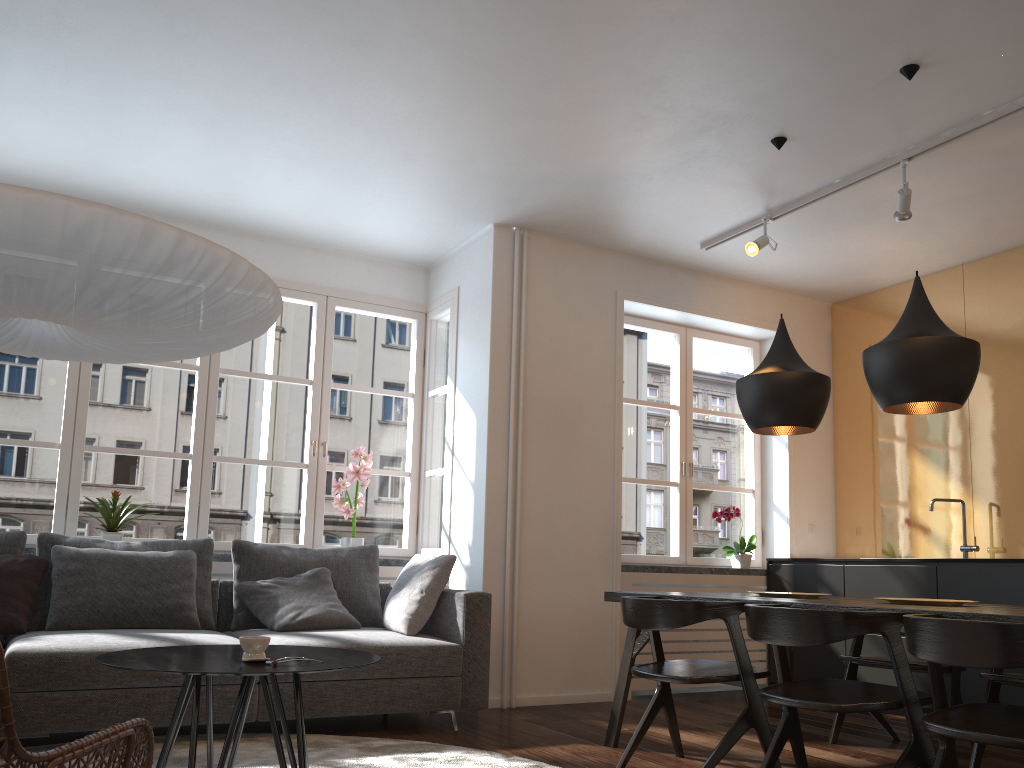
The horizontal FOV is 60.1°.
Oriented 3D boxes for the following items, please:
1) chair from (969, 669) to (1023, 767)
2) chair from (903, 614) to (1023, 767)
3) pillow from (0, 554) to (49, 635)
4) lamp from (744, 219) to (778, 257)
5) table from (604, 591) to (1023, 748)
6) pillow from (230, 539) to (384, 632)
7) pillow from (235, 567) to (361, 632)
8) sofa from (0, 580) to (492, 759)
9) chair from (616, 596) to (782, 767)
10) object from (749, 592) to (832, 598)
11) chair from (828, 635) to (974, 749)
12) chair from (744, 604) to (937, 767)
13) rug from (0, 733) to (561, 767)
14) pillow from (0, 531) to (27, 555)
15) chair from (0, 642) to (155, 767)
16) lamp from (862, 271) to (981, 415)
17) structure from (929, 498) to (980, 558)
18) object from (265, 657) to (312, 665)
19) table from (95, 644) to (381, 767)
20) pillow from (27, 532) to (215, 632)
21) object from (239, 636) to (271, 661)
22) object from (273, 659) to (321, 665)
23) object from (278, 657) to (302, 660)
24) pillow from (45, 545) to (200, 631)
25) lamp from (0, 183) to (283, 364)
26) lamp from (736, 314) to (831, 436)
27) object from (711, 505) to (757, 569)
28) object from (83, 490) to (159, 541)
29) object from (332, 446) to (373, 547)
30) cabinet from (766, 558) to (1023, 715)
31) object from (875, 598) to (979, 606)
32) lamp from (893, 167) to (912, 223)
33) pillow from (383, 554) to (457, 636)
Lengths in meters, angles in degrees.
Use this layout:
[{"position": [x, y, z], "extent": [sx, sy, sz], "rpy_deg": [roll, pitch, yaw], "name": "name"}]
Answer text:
[{"position": [2.138, 1.207, 3.403], "extent": [0.521, 0.664, 0.598], "rpy_deg": [7, -11, -30], "name": "chair"}, {"position": [1.332, 0.958, 2.322], "extent": [0.521, 0.664, 0.598], "rpy_deg": [7, -11, -30], "name": "chair"}, {"position": [-2.358, 0.901, 3.925], "extent": [0.523, 0.399, 0.313], "rpy_deg": [7, -11, -27], "name": "pillow"}, {"position": [1.388, -0.806, 4.936], "extent": [0.252, 0.237, 0.085], "rpy_deg": [10, -12, -41], "name": "lamp"}, {"position": [1.496, 1.141, 3.195], "extent": [1.110, 0.671, 2.522], "rpy_deg": [7, -13, -28], "name": "table"}, {"position": [-1.098, 1.095, 4.796], "extent": [0.839, 0.472, 0.277], "rpy_deg": [7, -11, -28], "name": "pillow"}, {"position": [-1.088, 1.097, 4.522], "extent": [0.446, 0.317, 0.496], "rpy_deg": [-8, -14, 42], "name": "pillow"}, {"position": [-1.439, 1.149, 3.591], "extent": [3.079, 0.664, 2.057], "rpy_deg": [8, -13, -28], "name": "sofa"}, {"position": [0.698, 1.176, 3.444], "extent": [0.521, 0.664, 0.598], "rpy_deg": [7, -11, -30], "name": "chair"}, {"position": [1.206, 0.919, 3.854], "extent": [0.357, 0.016, 0.359], "rpy_deg": [7, -13, -25], "name": "object"}, {"position": [1.817, 1.330, 4.034], "extent": [0.522, 0.664, 0.597], "rpy_deg": [7, -11, -32], "name": "chair"}, {"position": [1.035, 1.061, 2.854], "extent": [0.521, 0.664, 0.598], "rpy_deg": [7, -11, -28], "name": "chair"}, {"position": [-0.918, 1.278, 2.558], "extent": [2.849, 0.011, 2.860], "rpy_deg": [-9, -16, 40], "name": "rug"}, {"position": [-2.656, 0.873, 3.942], "extent": [0.839, 0.473, 0.277], "rpy_deg": [7, -11, -28], "name": "pillow"}, {"position": [-1.107, 0.702, 1.569], "extent": [0.718, 0.702, 0.694], "rpy_deg": [1, -10, 4], "name": "chair"}, {"position": [1.561, -0.172, 3.387], "extent": [0.412, 0.535, 0.414], "rpy_deg": [-5, -12, 37], "name": "lamp"}, {"position": [2.659, 0.879, 5.314], "extent": [0.266, 0.381, 0.110], "rpy_deg": [4, -8, -13], "name": "structure"}, {"position": [-0.660, 0.819, 2.622], "extent": [0.025, 0.016, 0.165], "rpy_deg": [-6, -14, 35], "name": "object"}, {"position": [-0.845, 1.084, 2.735], "extent": [0.850, 0.467, 0.855], "rpy_deg": [7, -12, -26], "name": "table"}, {"position": [-1.901, 0.981, 4.368], "extent": [0.842, 0.470, 0.279], "rpy_deg": [7, -11, -28], "name": "pillow"}, {"position": [-0.768, 0.792, 2.637], "extent": [0.091, 0.068, 0.140], "rpy_deg": [5, -11, -17], "name": "object"}, {"position": [-0.625, 0.815, 2.598], "extent": [0.169, 0.014, 0.015], "rpy_deg": [12, -14, -41], "name": "object"}, {"position": [-0.680, 0.832, 2.676], "extent": [0.026, 0.010, 0.125], "rpy_deg": [-4, -13, 27], "name": "object"}, {"position": [-1.845, 0.981, 4.234], "extent": [0.669, 0.393, 0.294], "rpy_deg": [8, -11, -29], "name": "pillow"}, {"position": [-1.479, -0.250, 2.767], "extent": [1.470, 0.207, 1.488], "rpy_deg": [0, -12, 8], "name": "lamp"}, {"position": [1.221, -0.054, 3.993], "extent": [0.411, 0.535, 0.415], "rpy_deg": [1, -9, 4], "name": "lamp"}, {"position": [1.519, 1.028, 5.986], "extent": [0.230, 0.432, 0.409], "rpy_deg": [-5, -12, 37], "name": "object"}, {"position": [-2.128, 0.737, 4.793], "extent": [0.323, 0.325, 0.379], "rpy_deg": [-6, -12, 36], "name": "object"}, {"position": [-0.984, 0.725, 5.454], "extent": [0.298, 0.683, 0.202], "rpy_deg": [-5, -11, 40], "name": "object"}, {"position": [3.256, 1.237, 3.905], "extent": [0.735, 0.889, 5.107], "rpy_deg": [7, -13, -28], "name": "cabinet"}, {"position": [1.531, 0.807, 3.274], "extent": [0.357, 0.016, 0.358], "rpy_deg": [-9, -16, 41], "name": "object"}, {"position": [1.913, -0.929, 4.289], "extent": [0.085, 0.236, 0.254], "rpy_deg": [0, -10, 12], "name": "lamp"}, {"position": [-0.520, 1.086, 4.589], "extent": [0.287, 0.410, 0.498], "rpy_deg": [7, -11, -29], "name": "pillow"}]
